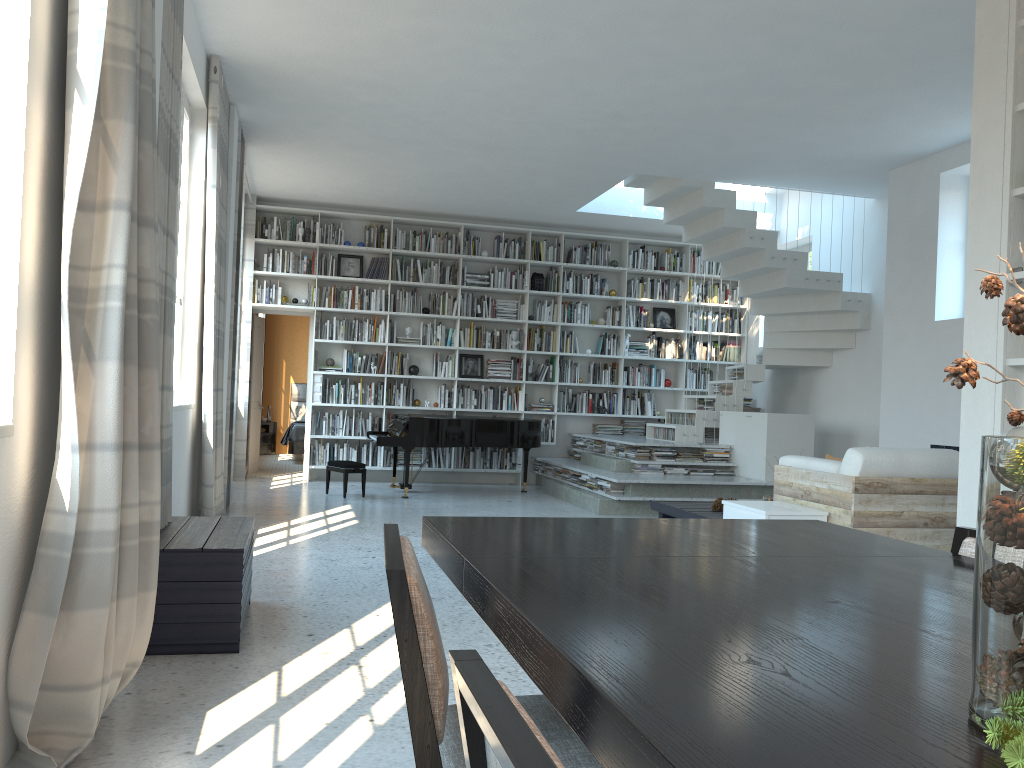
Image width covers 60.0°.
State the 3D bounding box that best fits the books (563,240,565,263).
[{"bbox_3d":[0.622,-1.635,11.075,0.019,0.304,0.176,2,-1,-14],"label":"books"}]

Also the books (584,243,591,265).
[{"bbox_3d":[0.946,-1.614,11.175,0.024,0.292,0.167,2,-1,-14],"label":"books"}]

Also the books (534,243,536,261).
[{"bbox_3d":[0.274,-1.629,11.002,0.034,0.261,0.157,2,-1,-14],"label":"books"}]

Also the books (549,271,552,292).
[{"bbox_3d":[0.460,-1.260,11.043,0.022,0.272,0.181,2,-1,-14],"label":"books"}]

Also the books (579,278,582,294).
[{"bbox_3d":[0.842,-1.217,11.161,0.028,0.223,0.142,2,-1,-14],"label":"books"}]

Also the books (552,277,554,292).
[{"bbox_3d":[0.491,-1.228,11.064,0.013,0.210,0.140,2,-1,-14],"label":"books"}]

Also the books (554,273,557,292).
[{"bbox_3d":[0.528,-1.246,11.048,0.013,0.248,0.186,2,-1,-14],"label":"books"}]

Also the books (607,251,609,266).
[{"bbox_3d":[1.185,-1.564,11.229,0.018,0.214,0.157,2,-1,-14],"label":"books"}]

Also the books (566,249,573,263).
[{"bbox_3d":[0.718,-1.581,11.102,0.046,0.206,0.183,2,-1,-14],"label":"books"}]

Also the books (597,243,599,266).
[{"bbox_3d":[1.055,-1.613,11.175,0.015,0.299,0.183,2,-1,-14],"label":"books"}]

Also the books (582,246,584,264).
[{"bbox_3d":[0.866,-1.600,11.155,0.021,0.256,0.169,2,-1,-14],"label":"books"}]

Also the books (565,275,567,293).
[{"bbox_3d":[0.659,-1.233,11.110,0.012,0.239,0.138,2,-1,-14],"label":"books"}]

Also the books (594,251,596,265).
[{"bbox_3d":[1.022,-1.565,11.170,0.018,0.201,0.188,2,-1,-14],"label":"books"}]

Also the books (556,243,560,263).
[{"bbox_3d":[0.560,-1.612,11.060,0.029,0.253,0.186,2,-1,-14],"label":"books"}]

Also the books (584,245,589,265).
[{"bbox_3d":[0.926,-1.598,11.146,0.028,0.258,0.185,2,-1,-14],"label":"books"}]

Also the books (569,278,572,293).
[{"bbox_3d":[0.707,-1.216,11.097,0.026,0.208,0.181,2,-1,-14],"label":"books"}]

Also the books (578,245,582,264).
[{"bbox_3d":[0.841,-1.600,11.147,0.030,0.255,0.161,2,-1,-14],"label":"books"}]

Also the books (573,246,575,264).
[{"bbox_3d":[0.751,-1.599,11.126,0.011,0.244,0.172,2,-1,-14],"label":"books"}]

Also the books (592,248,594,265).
[{"bbox_3d":[0.997,-1.581,11.174,0.018,0.231,0.160,2,-1,-14],"label":"books"}]

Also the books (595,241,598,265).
[{"bbox_3d":[1.041,-1.629,11.189,0.007,0.329,0.183,2,-1,-14],"label":"books"}]

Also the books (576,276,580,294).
[{"bbox_3d":[0.808,-1.228,11.130,0.027,0.241,0.160,2,-1,-14],"label":"books"}]

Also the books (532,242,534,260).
[{"bbox_3d":[0.245,-1.620,10.978,0.007,0.239,0.191,2,-1,-14],"label":"books"}]

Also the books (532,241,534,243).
[{"bbox_3d":[0.249,-1.630,10.994,0.006,0.259,0.166,2,-1,-14],"label":"books"}]

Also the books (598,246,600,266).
[{"bbox_3d":[1.078,-1.599,11.205,0.008,0.275,0.163,2,-1,-14],"label":"books"}]

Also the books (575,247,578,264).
[{"bbox_3d":[0.786,-1.590,11.121,0.013,0.229,0.174,2,-1,-14],"label":"books"}]

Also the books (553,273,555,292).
[{"bbox_3d":[0.503,-1.250,11.056,0.005,0.255,0.158,2,-1,-14],"label":"books"}]

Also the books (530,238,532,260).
[{"bbox_3d":[0.220,-1.650,10.991,0.007,0.298,0.181,2,-1,-14],"label":"books"}]

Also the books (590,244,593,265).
[{"bbox_3d":[0.981,-1.609,11.190,0.007,0.285,0.159,2,-1,-14],"label":"books"}]

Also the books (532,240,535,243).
[{"bbox_3d":[0.252,-1.639,11.006,0.007,0.279,0.150,2,-1,-14],"label":"books"}]

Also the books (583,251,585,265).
[{"bbox_3d":[0.886,-1.566,11.178,0.031,0.190,0.132,2,-1,-14],"label":"books"}]

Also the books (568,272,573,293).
[{"bbox_3d":[0.723,-1.252,11.118,0.011,0.283,0.173,2,-1,-14],"label":"books"}]

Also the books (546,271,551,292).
[{"bbox_3d":[0.447,-1.261,11.026,0.021,0.272,0.190,2,-1,-14],"label":"books"}]

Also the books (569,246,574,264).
[{"bbox_3d":[0.744,-1.599,11.115,0.009,0.244,0.173,2,-1,-14],"label":"books"}]

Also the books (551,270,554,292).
[{"bbox_3d":[0.484,-1.267,11.042,0.021,0.288,0.179,2,-1,-14],"label":"books"}]

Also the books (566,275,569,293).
[{"bbox_3d":[0.678,-1.234,11.109,0.026,0.243,0.148,2,-1,-14],"label":"books"}]

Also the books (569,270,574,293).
[{"bbox_3d":[0.737,-1.264,11.115,0.014,0.307,0.152,2,-1,-14],"label":"books"}]

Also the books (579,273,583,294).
[{"bbox_3d":[0.864,-1.246,11.163,0.013,0.284,0.154,2,-1,-14],"label":"books"}]

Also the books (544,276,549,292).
[{"bbox_3d":[0.431,-1.232,11.056,0.019,0.214,0.156,2,-1,-14],"label":"books"}]

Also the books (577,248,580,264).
[{"bbox_3d":[0.812,-1.587,11.141,0.028,0.226,0.163,2,-1,-14],"label":"books"}]

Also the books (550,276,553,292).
[{"bbox_3d":[0.468,-1.232,11.061,0.024,0.217,0.169,2,-1,-14],"label":"books"}]

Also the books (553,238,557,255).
[{"bbox_3d":[0.534,-1.651,11.087,0.012,0.329,0.128,2,0,-14],"label":"books"}]

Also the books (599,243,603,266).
[{"bbox_3d":[1.112,-1.614,11.204,0.008,0.307,0.182,2,-1,-14],"label":"books"}]

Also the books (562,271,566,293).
[{"bbox_3d":[0.641,-1.257,11.091,0.012,0.285,0.159,2,-1,-14],"label":"books"}]

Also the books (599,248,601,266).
[{"bbox_3d":[1.093,-1.588,11.208,0.024,0.252,0.149,2,-1,-14],"label":"books"}]

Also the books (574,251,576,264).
[{"bbox_3d":[0.772,-1.568,11.130,0.009,0.183,0.160,2,-1,-14],"label":"books"}]

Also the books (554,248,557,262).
[{"bbox_3d":[0.518,-1.585,11.065,0.022,0.194,0.182,2,-1,-14],"label":"books"}]

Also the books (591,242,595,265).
[{"bbox_3d":[1.009,-1.621,11.183,0.006,0.312,0.179,2,-1,-14],"label":"books"}]

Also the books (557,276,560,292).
[{"bbox_3d":[0.557,-1.227,11.055,0.008,0.214,0.223,2,-1,-14],"label":"books"}]

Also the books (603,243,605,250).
[{"bbox_3d":[1.143,-1.619,11.241,0.008,0.321,0.133,2,-1,-14],"label":"books"}]

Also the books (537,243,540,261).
[{"bbox_3d":[0.307,-1.614,11.000,0.015,0.233,0.171,2,-1,-14],"label":"books"}]

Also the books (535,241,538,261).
[{"bbox_3d":[0.293,-1.629,11.015,0.008,0.262,0.142,2,-1,-14],"label":"books"}]

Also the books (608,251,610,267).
[{"bbox_3d":[1.202,-1.561,11.224,0.014,0.209,0.188,2,-1,-14],"label":"books"}]

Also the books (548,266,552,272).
[{"bbox_3d":[0.465,-1.293,11.060,0.025,0.339,0.143,2,-1,-14],"label":"books"}]

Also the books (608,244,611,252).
[{"bbox_3d":[1.214,-1.609,11.228,0.006,0.306,0.163,2,-1,-14],"label":"books"}]

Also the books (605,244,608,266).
[{"bbox_3d":[1.166,-1.607,11.217,0.013,0.297,0.188,2,-1,-14],"label":"books"}]

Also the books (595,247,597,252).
[{"bbox_3d":[1.032,-1.590,11.188,0.008,0.251,0.170,2,-1,-14],"label":"books"}]

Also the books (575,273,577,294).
[{"bbox_3d":[0.784,-1.246,11.148,0.012,0.276,0.133,2,-1,-14],"label":"books"}]

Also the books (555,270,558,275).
[{"bbox_3d":[0.544,-1.266,11.087,0.005,0.292,0.130,2,-1,-14],"label":"books"}]
